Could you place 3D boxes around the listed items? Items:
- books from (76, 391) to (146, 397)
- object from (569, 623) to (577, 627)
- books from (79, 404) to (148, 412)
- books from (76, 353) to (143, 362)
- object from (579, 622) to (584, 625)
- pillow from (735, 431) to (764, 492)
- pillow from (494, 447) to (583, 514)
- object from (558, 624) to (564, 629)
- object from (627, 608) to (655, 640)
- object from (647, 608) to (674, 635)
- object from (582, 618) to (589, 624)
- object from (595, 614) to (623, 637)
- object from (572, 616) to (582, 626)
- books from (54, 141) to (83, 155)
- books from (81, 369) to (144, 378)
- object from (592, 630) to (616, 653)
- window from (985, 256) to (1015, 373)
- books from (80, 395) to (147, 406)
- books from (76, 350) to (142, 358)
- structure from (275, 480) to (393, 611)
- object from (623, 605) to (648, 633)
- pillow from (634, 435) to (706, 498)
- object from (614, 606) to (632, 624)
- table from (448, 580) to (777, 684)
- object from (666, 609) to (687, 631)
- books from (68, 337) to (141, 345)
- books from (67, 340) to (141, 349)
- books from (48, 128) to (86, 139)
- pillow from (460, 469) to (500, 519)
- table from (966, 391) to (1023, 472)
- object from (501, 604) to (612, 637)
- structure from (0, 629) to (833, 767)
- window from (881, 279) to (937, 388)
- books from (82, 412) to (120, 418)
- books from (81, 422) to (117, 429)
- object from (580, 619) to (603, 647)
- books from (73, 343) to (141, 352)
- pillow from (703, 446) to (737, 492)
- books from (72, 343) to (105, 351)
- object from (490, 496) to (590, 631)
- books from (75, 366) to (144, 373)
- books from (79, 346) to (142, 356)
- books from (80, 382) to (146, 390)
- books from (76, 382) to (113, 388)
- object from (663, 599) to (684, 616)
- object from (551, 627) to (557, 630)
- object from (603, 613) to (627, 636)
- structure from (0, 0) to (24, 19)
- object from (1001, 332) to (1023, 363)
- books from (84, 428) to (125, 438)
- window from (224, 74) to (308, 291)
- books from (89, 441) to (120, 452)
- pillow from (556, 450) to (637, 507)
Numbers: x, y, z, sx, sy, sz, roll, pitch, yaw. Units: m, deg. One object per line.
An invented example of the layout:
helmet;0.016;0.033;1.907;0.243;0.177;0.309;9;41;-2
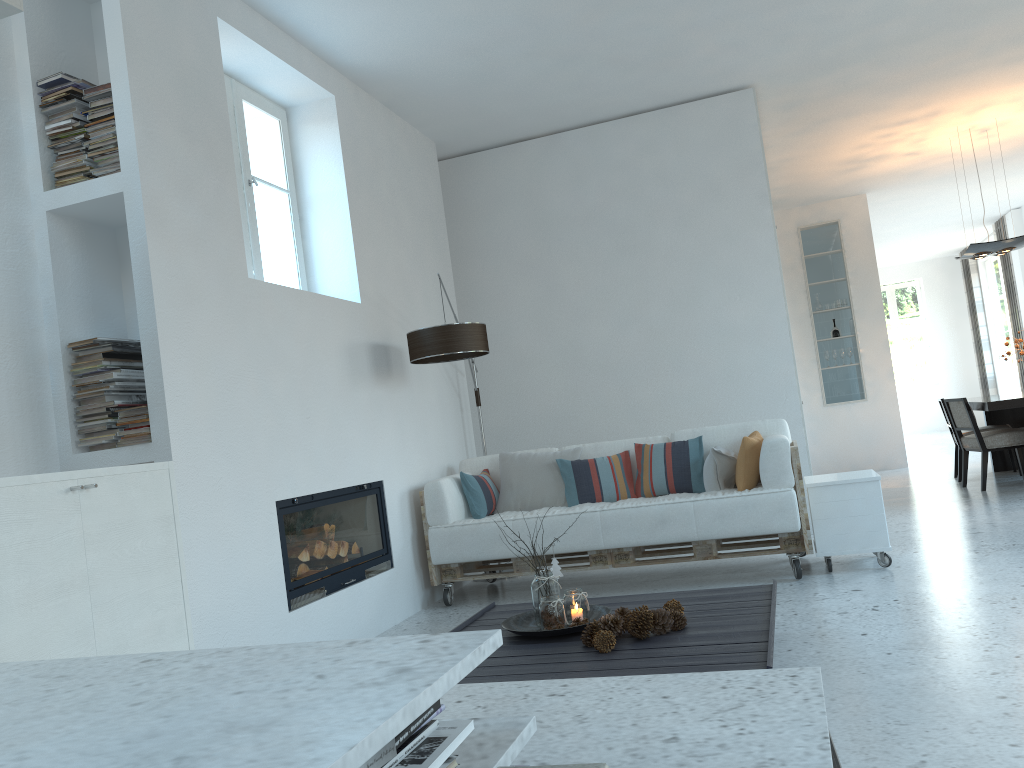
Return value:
books;-1.637;0.043;3.644;0.145;0.010;0.266;-9;-4;16
object;0.226;0.900;3.278;0.035;0.035;0.030;-8;-3;15
books;-1.605;0.099;3.630;0.189;0.007;0.254;-8;-4;14
books;-1.651;-0.101;3.649;0.141;0.025;0.218;-9;-4;22
object;0.258;0.901;3.306;0.030;0.027;0.026;-7;-3;-16
pillow;1.374;0.450;5.114;0.200;0.339;0.463;-8;-3;11
pillow;0.166;0.608;5.610;0.595;0.406;0.239;-8;-3;13
object;0.182;0.906;3.273;0.031;0.035;0.031;-9;-3;17
object;0.447;0.831;3.070;0.090;0.106;0.097;-10;-4;38
object;0.516;0.838;3.119;0.110;0.101;0.114;-8;-3;-1
object;0.277;0.897;3.343;0.035;0.035;0.030;-10;-4;40
object;0.338;0.855;3.105;0.097;0.102;0.099;-7;-3;-13
object;0.244;0.897;3.337;0.039;0.043;0.038;-7;-3;-12
books;-1.753;-0.953;3.688;0.150;0.015;0.236;-9;-4;20
books;-1.624;-0.037;3.640;0.182;0.016;0.189;-8;-3;12
object;0.314;0.867;2.997;0.078;0.084;0.098;-9;-3;17
window;8.136;-1.183;14.592;0.073;2.008;1.983;-8;-3;17
books;-1.629;0.069;3.637;0.141;0.028;0.222;-9;-4;22
books;-1.636;-0.118;3.644;0.193;0.005;0.225;-9;-4;16
structure;-1.173;0.874;4.631;0.735;0.584;1.211;-8;-3;13
object;0.448;0.843;3.146;0.108;0.108;0.094;-7;-3;-15
pillow;0.952;0.509;5.388;0.489;0.349;0.197;-8;-3;14
object;0.411;0.863;3.266;0.083;0.100;0.092;-9;-3;22
table;0.335;1.005;3.282;1.270;0.218;1.258;-9;-4;17
object;0.583;0.840;3.156;0.082;0.085;0.082;-9;-4;32
books;-1.650;-0.168;3.649;0.160;0.008;0.290;-9;-4;21
books;-1.665;-0.156;3.654;0.137;0.011;0.295;-9;-4;19
books;-1.760;-1.009;3.693;0.189;0.006;0.249;-9;-4;15
pillow;-0.194;0.690;5.610;0.176;0.317;0.438;-9;-3;25
table;4.566;0.446;7.742;1.087;0.736;2.199;-9;-3;17
object;0.171;0.912;3.397;0.429;0.038;0.430;-5;-4;-33
structure;-1.010;0.827;0.921;2.901;0.659;3.113;-9;-4;17
window;0.586;-6.658;5.655;51.823;14.322;51.771;-9;-4;28
books;-1.627;0.128;3.636;0.147;0.012;0.206;-9;-4;17
books;-1.623;0.170;3.635;0.137;0.012;0.242;-9;-4;19
object;0.279;0.870;3.086;0.086;0.101;0.078;-7;-3;-9
books;-1.636;-0.142;3.645;0.184;0.006;0.262;-8;-3;13
pillow;1.242;0.534;5.203;0.237;0.354;0.482;-8;-3;13
books;-1.665;-0.145;3.654;0.138;0.010;0.254;-9;-4;16
object;0.155;0.674;3.493;0.435;0.521;0.309;-5;-4;-43
books;-1.640;-0.055;3.645;0.161;0.006;0.254;-9;-4;19
books;-1.647;-0.128;3.648;0.159;0.018;0.203;-8;-3;12
books;-1.621;0.012;3.639;0.183;0.012;0.206;-9;-4;19
books;-1.641;0.006;3.645;0.126;0.005;0.290;-8;-3;12
object;0.606;0.844;3.315;0.081;0.083;0.098;-9;-3;22
object;0.155;0.912;3.272;0.025;0.030;0.029;-10;-4;38
object;0.362;0.864;3.169;0.106;0.086;0.091;-10;-4;31
structure;-1.251;-0.823;1.405;2.615;3.380;1.954;-9;-3;17
object;4.731;-0.221;8.209;0.317;0.601;0.542;-7;-3;-12
books;-1.593;0.199;3.625;0.185;0.019;0.215;-9;-4;21
window;-1.406;-1.036;4.687;0.072;1.225;1.117;-8;-3;17
books;-1.604;0.254;3.628;0.152;0.029;0.179;-9;-4;20
pillow;0.530;0.593;5.461;0.478;0.322;0.204;-8;-3;-1
